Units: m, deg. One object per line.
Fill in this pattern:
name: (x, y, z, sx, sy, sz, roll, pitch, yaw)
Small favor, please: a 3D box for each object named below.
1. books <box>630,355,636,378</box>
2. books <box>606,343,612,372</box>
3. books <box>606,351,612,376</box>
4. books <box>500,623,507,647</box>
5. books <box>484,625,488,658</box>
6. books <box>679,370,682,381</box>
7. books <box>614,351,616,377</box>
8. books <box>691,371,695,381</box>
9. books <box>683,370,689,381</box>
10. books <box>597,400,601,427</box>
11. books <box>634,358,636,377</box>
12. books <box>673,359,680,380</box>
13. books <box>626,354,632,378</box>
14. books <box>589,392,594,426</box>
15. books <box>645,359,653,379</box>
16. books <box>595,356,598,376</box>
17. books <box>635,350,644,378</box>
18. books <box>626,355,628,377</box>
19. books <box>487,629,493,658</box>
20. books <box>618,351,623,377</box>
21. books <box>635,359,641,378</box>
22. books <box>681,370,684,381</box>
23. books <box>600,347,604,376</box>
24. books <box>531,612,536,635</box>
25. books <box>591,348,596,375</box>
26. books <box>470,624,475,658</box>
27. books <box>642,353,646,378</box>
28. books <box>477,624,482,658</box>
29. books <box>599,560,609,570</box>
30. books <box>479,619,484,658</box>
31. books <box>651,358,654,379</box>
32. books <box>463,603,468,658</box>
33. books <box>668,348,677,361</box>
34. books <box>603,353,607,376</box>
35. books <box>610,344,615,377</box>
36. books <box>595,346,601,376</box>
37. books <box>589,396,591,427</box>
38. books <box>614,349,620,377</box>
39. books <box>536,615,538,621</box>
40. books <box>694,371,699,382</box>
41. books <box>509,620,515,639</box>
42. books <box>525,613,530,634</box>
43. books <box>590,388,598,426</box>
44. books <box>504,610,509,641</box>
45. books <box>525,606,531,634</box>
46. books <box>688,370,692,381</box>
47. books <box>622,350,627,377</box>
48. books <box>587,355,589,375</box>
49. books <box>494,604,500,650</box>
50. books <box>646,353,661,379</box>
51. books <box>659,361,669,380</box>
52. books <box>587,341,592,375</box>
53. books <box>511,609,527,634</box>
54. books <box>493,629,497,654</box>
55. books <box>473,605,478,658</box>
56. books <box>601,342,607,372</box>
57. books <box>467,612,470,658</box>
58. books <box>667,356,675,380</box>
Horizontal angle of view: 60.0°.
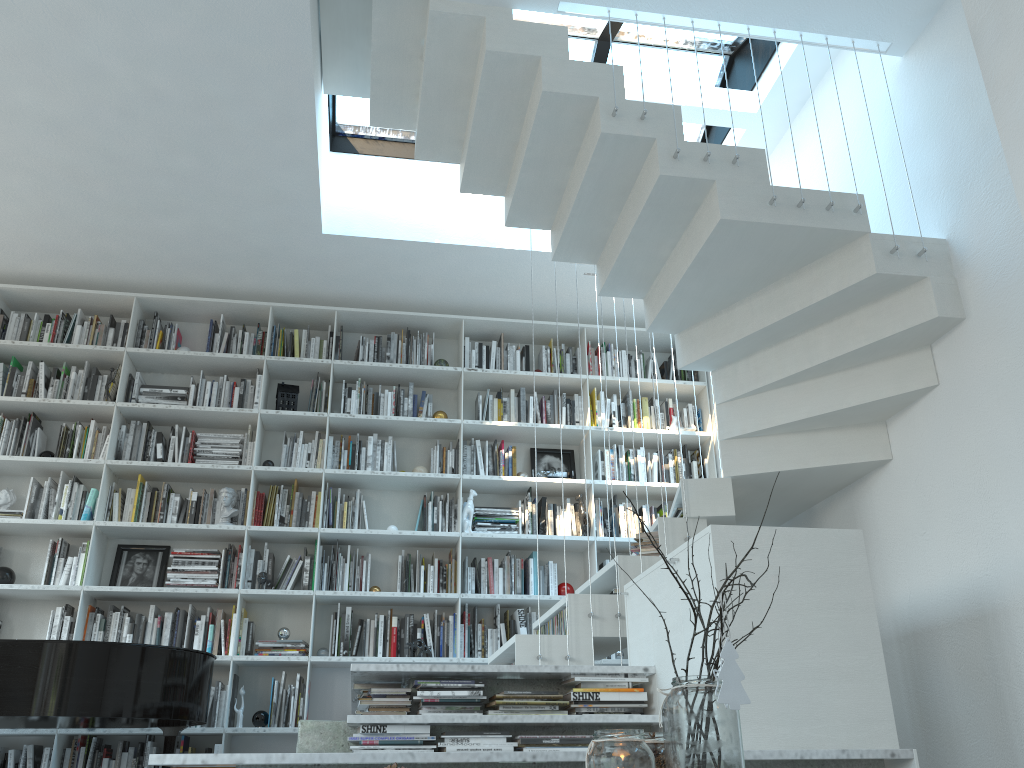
books: (0.833, -0.063, 6.230, 0.025, 0.236, 0.144, 3, -24, -9)
books: (0.673, -0.109, 6.232, 0.012, 0.325, 0.152, 3, -24, -9)
books: (0.659, -0.079, 6.198, 0.023, 0.242, 0.183, 3, -24, -9)
books: (-0.059, 1.570, 5.358, 0.052, 0.216, 0.185, 3, -24, -9)
books: (-0.166, 1.571, 5.349, 0.025, 0.209, 0.138, 3, -24, -9)
books: (1.171, -0.032, 6.292, 0.021, 0.222, 0.131, 3, -24, -9)
books: (0.698, -0.080, 6.216, 0.014, 0.259, 0.168, 3, -24, -9)
books: (1.252, -0.045, 6.294, 0.014, 0.247, 0.185, 3, -24, -9)
books: (1.206, -0.073, 6.278, 0.014, 0.285, 0.190, 3, -24, -9)
books: (0.563, 0.236, 5.957, 0.024, 0.204, 0.166, 3, -24, -9)
books: (0.849, -0.050, 6.247, 0.014, 0.225, 0.134, 3, -24, -9)
books: (1.146, -0.043, 6.259, 0.012, 0.215, 0.193, 3, -24, -9)
books: (0.805, -0.067, 6.236, 0.027, 0.248, 0.155, 3, -24, -9)
books: (0.519, 0.203, 5.989, 0.036, 0.292, 0.136, 3, -24, -9)
books: (0.947, -0.044, 6.245, 0.057, 0.211, 0.163, 3, -24, -9)
books: (0.573, -0.068, 6.196, 0.025, 0.222, 0.137, 3, -24, -9)
books: (0.897, -0.077, 6.259, 0.012, 0.284, 0.160, 3, -24, -9)
books: (0.788, -0.066, 6.222, 0.011, 0.235, 0.149, 3, -24, -9)
books: (-0.139, 1.583, 5.349, 0.030, 0.187, 0.140, 3, -24, -9)
books: (0.743, -0.079, 6.220, 0.022, 0.258, 0.164, 3, -24, -9)
books: (0.871, -0.046, 6.233, 0.026, 0.207, 0.164, 3, -24, -9)
books: (1.188, -0.064, 6.305, 0.012, 0.291, 0.140, 3, -24, -9)
books: (0.609, -0.098, 6.185, 0.012, 0.268, 0.185, 3, -24, -9)
books: (0.121, 1.547, 5.396, 0.025, 0.286, 0.160, 3, -24, -9)
books: (0.551, -0.097, 6.193, 0.022, 0.274, 0.160, 3, -24, -9)
books: (-0.246, 1.569, 5.347, 0.033, 0.212, 0.140, 3, -24, -9)
books: (0.911, -0.068, 6.252, 0.015, 0.262, 0.144, 3, -24, -9)
books: (-0.204, 1.567, 5.343, 0.023, 0.213, 0.164, 3, -24, -9)
books: (0.589, 1.254, 5.604, 0.024, 0.251, 0.176, 3, -24, -9)
books: (-0.184, 1.550, 5.342, 0.015, 0.242, 0.157, 3, -24, -9)
books: (0.978, -0.048, 6.267, 0.010, 0.234, 0.132, 3, -24, -9)
books: (-0.282, 1.505, 5.353, 0.014, 0.336, 0.132, 3, -24, -9)
books: (1.155, -0.077, 6.300, 0.014, 0.312, 0.162, 3, -24, -9)
books: (0.625, -0.077, 6.183, 0.022, 0.228, 0.175, 3, -24, -9)
books: (0.687, -0.105, 6.216, 0.012, 0.305, 0.185, 3, -24, -9)
books: (0.594, -0.101, 6.198, 0.013, 0.285, 0.151, 3, -24, -9)
books: (0.495, 0.221, 5.965, 0.027, 0.240, 0.163, 3, -24, -9)
books: (0.718, -0.086, 6.224, 0.027, 0.274, 0.149, 3, -24, -9)
books: (0.163, 1.559, 5.409, 0.062, 0.273, 0.149, 3, -24, -9)
books: (1.274, -0.045, 6.284, 0.025, 0.236, 0.188, 3, -24, -9)
books: (-0.009, 1.564, 5.373, 0.031, 0.238, 0.172, 3, -24, -9)
books: (0.088, 1.553, 5.406, 0.012, 0.284, 0.160, 3, -24, -9)
books: (0.546, 0.194, 5.971, 0.010, 0.293, 0.184, 3, -24, -9)
books: (-0.032, 1.541, 5.399, 0.010, 0.303, 0.132, 3, -24, -9)
books: (0.099, 1.537, 5.421, 0.012, 0.324, 0.137, 3, -24, -9)
books: (1.228, -0.018, 6.274, 0.036, 0.182, 0.162, 3, -24, -9)
books: (0.768, -0.079, 6.226, 0.029, 0.263, 0.179, 3, -24, -9)
books: (0.505, -0.072, 6.187, 0.027, 0.223, 0.135, 3, -24, -9)
books: (-0.092, 1.515, 5.376, 0.014, 0.332, 0.169, 3, -24, -9)
books: (1.011, -0.066, 6.277, 0.069, 0.276, 0.132, 3, -24, -9)
books: (1.061, -0.036, 6.244, 0.024, 0.192, 0.187, 3, -24, -9)
books: (0.527, -0.122, 6.184, 0.011, 0.312, 0.173, 3, -24, -9)
books: (0.050, 1.527, 5.353, 0.075, 0.290, 0.256, 3, -24, -9)
books: (-0.111, 1.583, 5.347, 0.024, 0.184, 0.150, 3, -24, -9)
books: (-0.224, 1.519, 5.372, 0.013, 0.325, 0.131, 3, -24, -9)
books: (0.638, -0.114, 6.226, 0.014, 0.330, 0.143, 3, -24, -9)
books: (-0.268, 1.530, 5.348, 0.015, 0.285, 0.138, 3, -24, -9)
books: (1.104, -0.051, 6.276, 0.068, 0.246, 0.161, 3, -24, -9)
